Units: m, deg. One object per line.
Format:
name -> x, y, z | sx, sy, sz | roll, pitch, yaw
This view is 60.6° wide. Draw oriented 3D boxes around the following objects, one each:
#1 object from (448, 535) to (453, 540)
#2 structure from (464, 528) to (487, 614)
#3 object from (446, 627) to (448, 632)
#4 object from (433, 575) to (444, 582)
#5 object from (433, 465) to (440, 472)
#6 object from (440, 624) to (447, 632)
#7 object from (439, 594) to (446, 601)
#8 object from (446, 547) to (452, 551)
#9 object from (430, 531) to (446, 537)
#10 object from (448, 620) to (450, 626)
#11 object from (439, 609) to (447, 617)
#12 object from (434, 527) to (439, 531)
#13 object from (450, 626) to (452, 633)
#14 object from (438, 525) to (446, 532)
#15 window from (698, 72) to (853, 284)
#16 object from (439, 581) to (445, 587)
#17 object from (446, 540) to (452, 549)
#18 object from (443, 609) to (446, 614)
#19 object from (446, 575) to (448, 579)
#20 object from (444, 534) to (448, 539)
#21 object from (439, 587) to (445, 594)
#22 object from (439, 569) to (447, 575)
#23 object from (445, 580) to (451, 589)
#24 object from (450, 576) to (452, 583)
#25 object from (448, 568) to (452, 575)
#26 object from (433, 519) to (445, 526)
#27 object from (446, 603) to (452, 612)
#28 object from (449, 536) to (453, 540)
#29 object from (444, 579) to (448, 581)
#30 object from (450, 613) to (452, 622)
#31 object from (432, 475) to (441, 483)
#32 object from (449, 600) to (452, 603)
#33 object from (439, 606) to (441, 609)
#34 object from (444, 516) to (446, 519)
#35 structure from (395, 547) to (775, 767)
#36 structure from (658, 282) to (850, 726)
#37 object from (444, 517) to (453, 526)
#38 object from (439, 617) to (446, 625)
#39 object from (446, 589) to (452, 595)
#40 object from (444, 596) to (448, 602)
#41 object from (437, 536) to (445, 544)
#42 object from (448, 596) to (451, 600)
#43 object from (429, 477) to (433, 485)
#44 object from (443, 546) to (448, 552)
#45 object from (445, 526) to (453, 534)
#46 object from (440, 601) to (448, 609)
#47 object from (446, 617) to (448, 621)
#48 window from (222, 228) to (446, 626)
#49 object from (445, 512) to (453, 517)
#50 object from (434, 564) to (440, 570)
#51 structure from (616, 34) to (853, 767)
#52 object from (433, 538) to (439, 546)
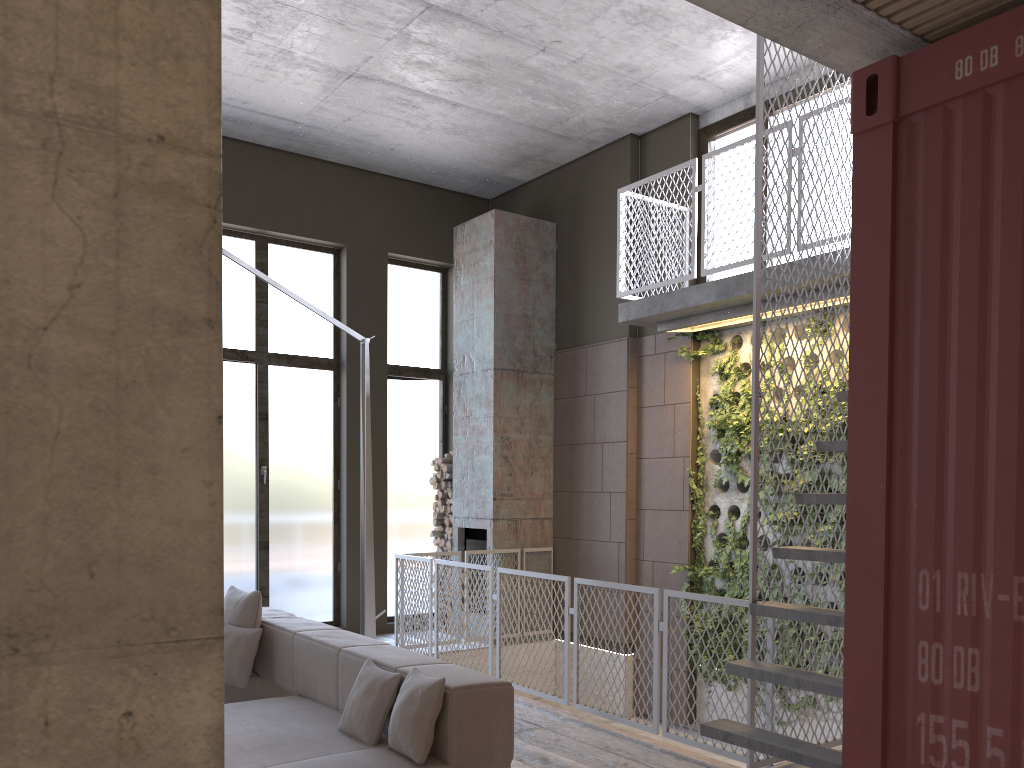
object -> -0.534, 1.742, 10.028 | 0.423, 0.067, 0.067 | 5, -5, -35
structure -> -0.342, 2.032, 9.563 | 0.056, 0.927, 0.576 | -1, 0, -36
object -> -0.546, 2.809, 10.098 | 0.456, 0.089, 0.091 | 5, -5, -36
object -> -0.689, 2.241, 10.180 | 0.480, 0.083, 0.094 | 5, -5, -36
object -> -0.697, 0.976, 10.144 | 0.436, 0.080, 0.113 | 5, -6, -36
object -> -0.610, 2.816, 10.155 | 0.480, 0.083, 0.094 | 5, -5, -36
object -> -0.630, 2.466, 10.176 | 0.480, 0.083, 0.094 | 5, -5, -35
object -> -0.571, 1.872, 10.056 | 0.364, 0.067, 0.122 | 5, -7, -34
object -> -0.748, 1.734, 10.176 | 0.423, 0.073, 0.071 | 5, -5, -35
object -> -0.552, 2.738, 10.113 | 0.436, 0.079, 0.115 | 5, -6, -36
object -> -0.715, 2.650, 10.185 | 0.294, 0.107, 0.098 | 4, -4, -35
object -> -0.733, 1.706, 10.278 | 0.364, 0.067, 0.122 | 5, -7, -37
object -> -0.499, 2.792, 10.025 | 0.438, 0.092, 0.092 | 5, -5, -36
object -> -0.645, 1.684, 10.220 | 0.436, 0.079, 0.115 | 5, -6, -35
window -> 2.821, -1.654, 6.766 | 0.110, 1.744, 3.579 | -1, -4, -36
object -> -0.709, 2.330, 10.255 | 0.456, 0.089, 0.091 | 5, -5, -34
object -> -0.597, 1.811, 9.934 | 0.293, 0.103, 0.101 | 5, -5, -37
object -> -0.631, 2.612, 10.163 | 0.360, 0.074, 0.064 | 5, -5, -37
object -> -0.609, 2.210, 10.079 | 0.333, 0.056, 0.089 | 5, -6, -35
object -> -0.581, 1.752, 10.094 | 0.423, 0.067, 0.067 | 5, -5, -35
object -> -0.649, 2.401, 10.242 | 0.436, 0.079, 0.115 | 5, -6, -35
object -> -0.631, 2.164, 10.138 | 0.436, 0.079, 0.115 | 5, -6, -36
object -> -0.631, 2.283, 10.059 | 0.294, 0.107, 0.098 | 5, -4, -36
object -> -0.528, 2.233, 9.969 | 0.364, 0.125, 0.064 | 4, -2, -34
object -> -0.511, 2.125, 10.002 | 0.480, 0.083, 0.094 | 5, -5, -35
object -> -0.705, 1.613, 10.233 | 0.456, 0.089, 0.091 | 5, -5, -34
object -> -0.601, 2.528, 9.956 | 0.293, 0.103, 0.101 | 5, -5, -37
object -> -0.592, 1.735, 9.925 | 0.251, 0.048, 0.063 | 5, -6, -37
object -> -0.623, 2.257, 10.144 | 0.360, 0.074, 0.064 | 5, -4, -34
object -> -0.531, 2.635, 9.982 | 0.364, 0.125, 0.064 | 4, -2, -34
object -> -0.708, 1.105, 10.171 | 0.456, 0.089, 0.091 | 5, -5, -36
object -> -0.596, 2.452, 9.947 | 0.251, 0.048, 0.063 | 5, -6, -37
object -> -0.687, 2.576, 10.196 | 0.333, 0.056, 0.089 | 5, -6, -36
object -> -0.619, 1.540, 10.123 | 0.360, 0.074, 0.064 | 5, -4, -34
structure -> 0.937, 1.970, 7.230 | 1.930, 0.931, 4.445 | 4, -7, -35
structure -> 2.263, 0.980, 7.136 | 1.005, 3.818, 2.629 | -1, 0, -36
object -> -0.627, 1.566, 10.037 | 0.294, 0.107, 0.098 | 5, -4, -36
object -> -0.669, 2.757, 10.250 | 0.438, 0.093, 0.092 | 5, -5, -36
object -> -0.557, 2.386, 10.087 | 0.438, 0.093, 0.092 | 5, -5, -35
object -> -0.585, 2.469, 10.116 | 0.423, 0.067, 0.067 | 5, -5, -35
object -> -0.660, 1.812, 10.235 | 0.456, 0.089, 0.091 | 5, -5, -35
object -> -0.538, 2.459, 10.050 | 0.423, 0.067, 0.067 | 5, -5, -35
object -> -0.756, 1.138, 10.245 | 0.438, 0.092, 0.091 | 5, -5, -36
object -> -0.627, 1.895, 10.141 | 0.360, 0.074, 0.064 | 5, -5, -37
object -> -0.553, 1.669, 10.065 | 0.438, 0.093, 0.092 | 5, -5, -35
object -> -0.615, 2.538, 10.128 | 0.456, 0.089, 0.091 | 5, -5, -37
object -> -0.602, 2.736, 10.202 | 0.363, 0.086, 0.101 | 5, -5, -36
window -> -4.502, 0.363, 7.771 | 9.226, 4.169, 0.209 | 4, -1, -37
object -> -0.604, 1.493, 10.057 | 0.333, 0.056, 0.089 | 5, -6, -35
object -> -0.710, 2.131, 10.321 | 0.437, 0.107, 0.080 | 5, -4, -36
structure -> 1.701, 0.270, 5.988 | 3.040, 4.312, 3.689 | 1, -2, -36
object -> -0.714, 1.849, 10.304 | 0.438, 0.092, 0.092 | 5, -5, -35
